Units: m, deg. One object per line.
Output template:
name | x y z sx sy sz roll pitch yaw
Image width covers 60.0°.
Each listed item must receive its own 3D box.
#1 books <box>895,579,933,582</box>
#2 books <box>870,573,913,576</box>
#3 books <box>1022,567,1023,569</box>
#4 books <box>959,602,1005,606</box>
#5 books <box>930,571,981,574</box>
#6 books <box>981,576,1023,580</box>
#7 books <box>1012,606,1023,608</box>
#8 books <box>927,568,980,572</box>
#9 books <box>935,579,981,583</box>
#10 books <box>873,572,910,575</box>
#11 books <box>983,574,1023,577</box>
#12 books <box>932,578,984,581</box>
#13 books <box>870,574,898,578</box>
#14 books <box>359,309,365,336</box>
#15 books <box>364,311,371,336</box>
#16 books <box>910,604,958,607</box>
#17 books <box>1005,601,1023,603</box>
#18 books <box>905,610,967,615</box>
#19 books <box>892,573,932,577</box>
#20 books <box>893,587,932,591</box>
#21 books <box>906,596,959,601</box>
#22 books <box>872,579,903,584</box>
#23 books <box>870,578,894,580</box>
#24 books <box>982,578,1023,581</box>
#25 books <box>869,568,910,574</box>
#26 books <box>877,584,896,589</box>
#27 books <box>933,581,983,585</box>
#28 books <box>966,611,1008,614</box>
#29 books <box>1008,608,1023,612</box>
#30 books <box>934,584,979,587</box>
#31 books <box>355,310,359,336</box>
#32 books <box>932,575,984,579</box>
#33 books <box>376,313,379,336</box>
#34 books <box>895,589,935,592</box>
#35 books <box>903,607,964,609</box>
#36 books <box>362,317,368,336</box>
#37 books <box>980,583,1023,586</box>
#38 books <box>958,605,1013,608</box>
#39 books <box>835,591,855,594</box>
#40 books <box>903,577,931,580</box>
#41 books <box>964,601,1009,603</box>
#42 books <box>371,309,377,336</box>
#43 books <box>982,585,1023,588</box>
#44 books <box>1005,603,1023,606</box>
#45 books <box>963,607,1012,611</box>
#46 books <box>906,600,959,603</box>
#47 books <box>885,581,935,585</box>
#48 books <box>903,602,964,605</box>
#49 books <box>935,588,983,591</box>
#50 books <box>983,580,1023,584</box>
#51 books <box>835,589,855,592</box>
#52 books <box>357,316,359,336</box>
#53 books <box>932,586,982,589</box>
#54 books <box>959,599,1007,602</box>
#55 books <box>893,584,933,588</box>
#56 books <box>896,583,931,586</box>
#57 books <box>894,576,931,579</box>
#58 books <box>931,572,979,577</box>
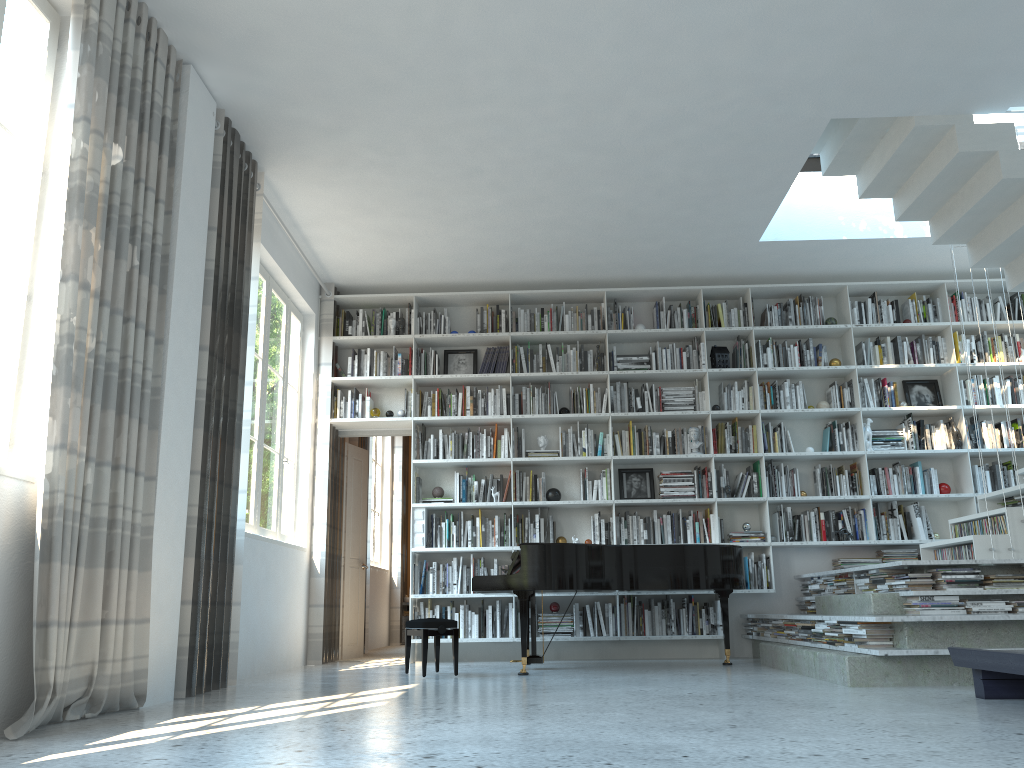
books | 2.446 1.199 5.400 0.137 0.012 0.243 -2 -14 3
books | 2.432 1.222 5.681 0.171 0.007 0.261 -1 -14 0
books | 3.228 1.090 5.280 0.285 0.013 0.181 0 -14 -3
books | 2.729 1.279 5.158 0.211 0.018 0.135 -2 -14 5
books | 2.651 1.126 5.306 0.228 0.009 0.159 0 -14 -2
books | 2.931 1.156 5.288 0.245 0.013 0.173 -1 -14 1
books | 3.014 1.291 5.146 0.273 0.009 0.129 -2 -14 5
books | 2.651 1.119 5.329 0.261 0.016 0.129 -1 -14 1
books | 2.651 1.177 5.295 0.210 0.012 0.168 -2 -14 3
books | 2.431 1.214 5.683 0.170 0.008 0.209 -2 -14 5
books | 2.930 1.143 5.284 0.203 0.011 0.173 0 -14 -3
books | 2.651 1.168 5.300 0.260 0.009 0.153 -2 -14 5
books | 2.431 1.231 5.679 0.168 0.013 0.282 -1 -14 -1
books | -1.340 -0.505 7.960 0.028 0.282 0.190 -1 -14 2
books | -1.278 -0.500 7.940 0.057 0.262 0.191 -1 -14 2
books | 2.445 1.287 5.146 0.210 0.012 0.168 -2 -14 5
books | 3.006 1.262 5.137 0.275 0.009 0.177 -1 -14 2
books | 2.445 1.319 5.125 0.262 0.023 0.200 -1 -14 0
books | 2.438 1.167 5.408 0.149 0.014 0.229 -1 -14 0
books | 2.430 1.245 5.390 0.161 0.014 0.213 -2 -14 5
books | 2.444 1.248 5.159 0.234 0.025 0.158 0 -14 -3
books | 2.434 1.264 5.671 0.177 0.026 0.231 -1 -14 2
books | 2.429 1.247 5.675 0.187 0.009 0.251 -1 -14 2
books | 2.931 1.169 5.290 0.179 0.010 0.160 -2 -14 4
books | 2.417 1.200 5.687 0.189 0.022 0.238 -3 -14 6
books | 2.443 1.290 5.664 0.155 0.028 0.190 -2 -14 3
books | 2.651 1.186 5.282 0.215 0.013 0.190 -1 -14 1
books | 2.730 1.323 5.140 0.208 0.015 0.153 -1 -14 0
books | 3.013 1.303 5.119 0.250 0.018 0.178 -2 -14 5
books | 2.652 1.204 5.302 0.207 0.012 0.132 0 -14 -2
books | -1.383 -0.503 7.962 0.010 0.280 0.161 -1 -14 2
books | 2.650 1.151 5.282 0.230 0.015 0.190 -3 -14 6
books | -1.194 -0.491 7.970 0.030 0.257 0.130 -1 -14 2
books | 2.446 1.255 5.386 0.144 0.009 0.250 -1 -14 2
books | 2.445 1.303 5.149 0.285 0.008 0.160 -1 -14 0
books | -1.311 -0.471 7.940 0.030 0.205 0.176 -1 -14 2
books | 2.931 1.193 5.277 0.214 0.015 0.177 -2 -14 3
books | 2.729 1.291 5.143 0.272 0.012 0.159 -1 -14 0
books | 2.448 1.500 6.379 0.182 0.011 0.254 -2 -14 5
books | 2.468 1.187 5.402 0.091 0.011 0.190 -1 -14 0
books | 2.729 1.266 5.155 0.242 0.005 0.153 -2 -14 3
books | -1.230 -0.507 7.956 0.039 0.282 0.182 -1 -14 2
books | 2.932 1.211 5.289 0.293 0.014 0.134 -1 -14 -1
books | 3.013 1.272 5.124 0.287 0.018 0.190 -1 -14 1
books | 2.729 1.303 5.129 0.232 0.019 0.170 0 -14 -3
books | 2.445 1.269 5.168 0.257 0.010 0.132 -2 -14 5
books | 2.422 1.212 5.398 0.184 0.014 0.298 -1 -14 1
books | 2.445 1.276 5.153 0.292 0.012 0.160 -2 -14 5
books | 2.652 1.224 5.276 0.216 0.015 0.178 -1 -14 0
books | 2.931 1.175 5.266 0.273 0.014 0.188 0 -14 -3
books | 2.454 1.488 6.382 0.178 0.014 0.248 -1 -14 0
books | -1.365 -0.475 7.963 0.024 0.226 0.158 -1 -14 2
books | 2.652 1.215 5.294 0.227 0.012 0.149 -1 -14 0
books | 2.729 1.258 5.159 0.220 0.013 0.149 -1 -14 1
books | 2.436 1.230 5.393 0.152 0.015 0.208 -1 -14 -1
books | 2.442 1.221 5.395 0.134 0.006 0.227 -2 -14 5
books | 2.441 1.178 5.405 0.132 0.009 0.270 -2 -14 5
books | 2.651 1.141 5.311 0.221 0.018 0.154 -2 -14 3
